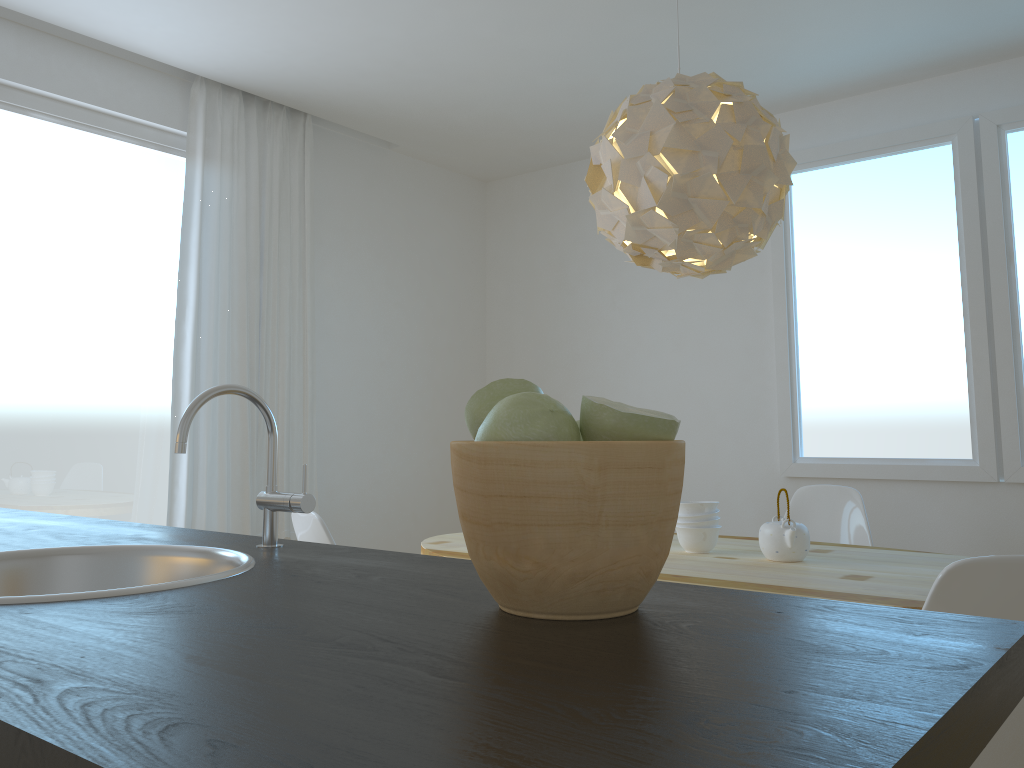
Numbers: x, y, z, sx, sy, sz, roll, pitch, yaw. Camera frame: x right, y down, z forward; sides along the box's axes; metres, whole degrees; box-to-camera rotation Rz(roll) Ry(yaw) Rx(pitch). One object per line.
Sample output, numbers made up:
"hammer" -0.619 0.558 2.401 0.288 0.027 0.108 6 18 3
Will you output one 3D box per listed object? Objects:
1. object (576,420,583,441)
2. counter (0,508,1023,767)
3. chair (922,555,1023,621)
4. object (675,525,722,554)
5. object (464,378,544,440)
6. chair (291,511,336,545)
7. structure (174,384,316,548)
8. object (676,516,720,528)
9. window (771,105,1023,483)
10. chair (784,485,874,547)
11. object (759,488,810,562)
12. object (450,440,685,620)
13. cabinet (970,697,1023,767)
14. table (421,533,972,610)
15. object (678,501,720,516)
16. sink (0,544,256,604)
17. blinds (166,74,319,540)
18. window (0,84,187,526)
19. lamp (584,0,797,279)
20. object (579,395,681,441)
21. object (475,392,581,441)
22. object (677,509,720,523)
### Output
"object" 0.061 0.075 0.810 0.097 0.086 0.081 0 -5 3
"counter" -0.717 0.240 1.197 2.394 0.040 0.598 -3 -4 38
"chair" 0.872 0.743 1.634 0.430 0.908 0.519 -1 -6 9
"object" 0.594 0.495 2.827 0.152 0.083 0.151 1 -4 -12
"object" -0.003 0.032 0.825 0.077 0.072 0.073 2 -6 -26
"chair" -0.345 0.798 2.494 0.522 0.908 0.427 3 -7 -31
"structure" -0.342 0.107 1.136 0.096 0.217 0.161 -5 -8 39
"object" 0.590 0.471 2.829 0.151 0.093 0.151 1 -4 -12
"window" 1.276 -0.195 2.797 1.875 2.068 2.539 -4 -6 38
"chair" 1.087 0.837 3.237 0.428 0.908 0.521 -5 -8 38
"object" 0.803 0.418 2.635 0.147 0.213 0.176 -5 -7 38
"object" 0.048 0.121 0.770 0.205 0.143 0.203 0 -5 0
"cabinet" -0.716 0.715 1.139 2.394 0.916 0.598 -3 -6 38
"table" 0.608 0.891 2.649 2.185 0.730 1.189 -3 -5 37
"object" 0.588 0.419 2.837 0.152 0.087 0.151 2 -5 -23
"sink" -0.492 0.280 0.969 0.404 0.158 0.402 0 -4 -10
"blinds" -1.181 -0.348 4.115 0.149 2.176 0.791 -6 -9 39
"window" -2.153 -0.215 3.192 0.088 1.931 2.717 -6 -7 38
"lamp" 0.558 -0.886 2.826 0.637 1.143 0.644 -5 -8 38
"object" 0.100 0.041 0.747 0.085 0.066 0.083 4 -6 -39
"object" 0.011 0.056 0.749 0.086 0.099 0.101 3 -6 -30
"object" 0.588 0.447 2.830 0.150 0.096 0.151 3 -5 -35
